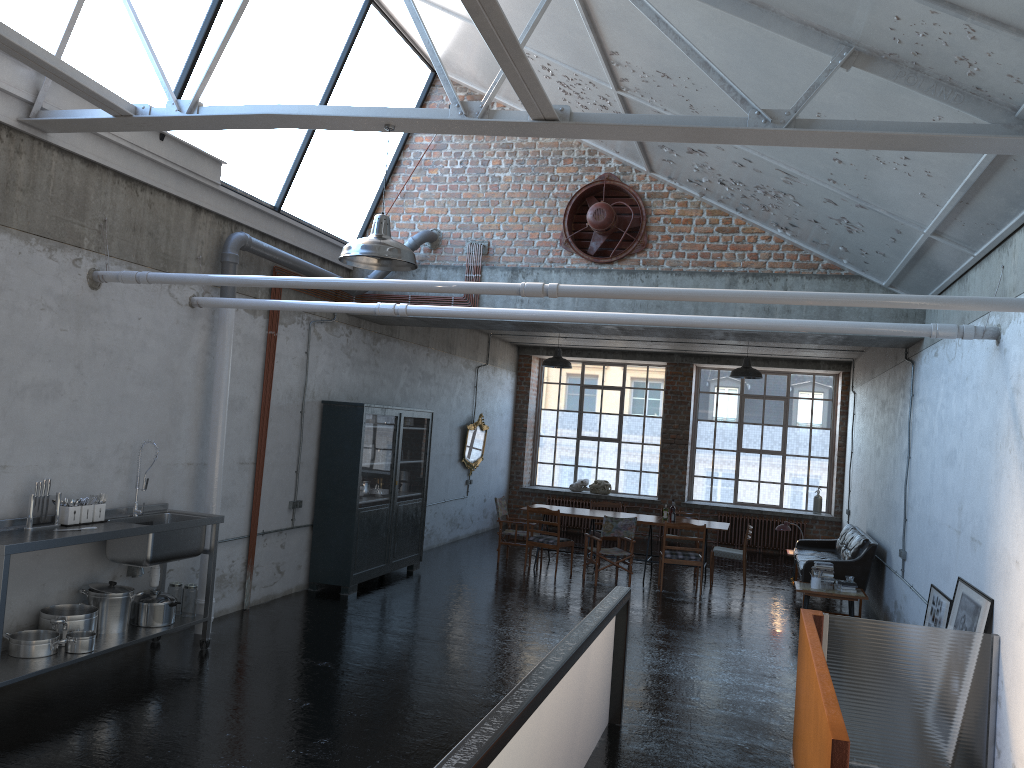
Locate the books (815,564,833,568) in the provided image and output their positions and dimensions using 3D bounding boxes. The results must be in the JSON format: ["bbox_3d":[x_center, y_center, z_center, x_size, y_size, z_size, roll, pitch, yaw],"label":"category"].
[{"bbox_3d":[3.861,2.245,10.976,0.205,0.020,0.155,4,-3,16],"label":"books"}]

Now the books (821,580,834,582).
[{"bbox_3d":[3.845,2.418,10.971,0.255,0.014,0.192,3,-3,19],"label":"books"}]

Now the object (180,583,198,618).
[{"bbox_3d":[-2.832,1.896,7.791,0.130,0.285,0.130,4,-3,2],"label":"object"}]

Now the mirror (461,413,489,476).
[{"bbox_3d":[-0.666,1.135,16.558,0.172,1.182,1.339,4,-3,16],"label":"mirror"}]

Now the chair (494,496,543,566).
[{"bbox_3d":[0.091,2.336,14.090,0.713,1.031,0.574,4,-3,16],"label":"chair"}]

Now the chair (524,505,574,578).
[{"bbox_3d":[0.560,2.345,13.226,0.573,1.028,0.509,2,-3,35],"label":"chair"}]

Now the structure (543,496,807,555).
[{"bbox_3d":[3.257,2.903,18.174,5.349,0.713,0.232,4,-3,16],"label":"structure"}]

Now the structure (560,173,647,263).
[{"bbox_3d":[1.126,-1.985,10.683,1.058,1.096,0.808,4,-3,16],"label":"structure"}]

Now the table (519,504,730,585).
[{"bbox_3d":[1.714,2.493,13.664,3.112,0.917,1.067,4,-3,16],"label":"table"}]

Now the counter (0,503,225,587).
[{"bbox_3d":[-3.203,1.347,6.829,0.625,0.644,2.435,4,-3,16],"label":"counter"}]

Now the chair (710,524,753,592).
[{"bbox_3d":[3.259,2.562,13.197,0.577,0.971,0.589,4,-3,16],"label":"chair"}]

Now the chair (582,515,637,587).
[{"bbox_3d":[1.404,2.372,12.727,0.574,1.031,0.713,5,-3,-14],"label":"chair"}]

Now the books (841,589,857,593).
[{"bbox_3d":[4.075,2.508,10.840,0.179,0.034,0.243,4,-3,-1],"label":"books"}]

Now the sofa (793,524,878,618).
[{"bbox_3d":[4.492,2.551,12.504,0.929,1.045,2.610,4,-3,16],"label":"sofa"}]

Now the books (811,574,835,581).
[{"bbox_3d":[3.846,2.397,10.974,0.245,0.028,0.193,4,-3,11],"label":"books"}]

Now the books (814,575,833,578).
[{"bbox_3d":[3.854,2.372,10.969,0.221,0.023,0.147,4,-3,15],"label":"books"}]

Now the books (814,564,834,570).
[{"bbox_3d":[3.863,2.267,10.984,0.209,0.023,0.167,4,-3,10],"label":"books"}]

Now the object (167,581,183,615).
[{"bbox_3d":[-2.978,1.887,7.833,0.130,0.285,0.130,4,-3,2],"label":"object"}]

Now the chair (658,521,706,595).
[{"bbox_3d":[2.403,2.453,12.580,0.573,1.028,0.509,4,-3,5],"label":"chair"}]

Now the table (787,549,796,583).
[{"bbox_3d":[4.811,2.957,14.184,0.811,0.458,0.649,4,-3,16],"label":"table"}]

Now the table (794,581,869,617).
[{"bbox_3d":[3.869,2.735,10.827,0.811,0.458,0.649,4,-3,16],"label":"table"}]

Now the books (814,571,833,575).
[{"bbox_3d":[3.855,2.330,10.971,0.205,0.022,0.155,4,-3,11],"label":"books"}]

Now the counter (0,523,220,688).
[{"bbox_3d":[-3.220,1.680,6.812,0.589,1.160,2.374,4,-3,16],"label":"counter"}]

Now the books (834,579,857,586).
[{"bbox_3d":[4.077,2.429,10.845,0.225,0.029,0.179,4,-3,8],"label":"books"}]

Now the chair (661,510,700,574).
[{"bbox_3d":[2.782,2.589,14.598,0.589,0.971,0.577,4,-3,16],"label":"chair"}]

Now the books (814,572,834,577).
[{"bbox_3d":[3.856,2.352,10.975,0.224,0.021,0.158,4,-3,16],"label":"books"}]

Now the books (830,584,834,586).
[{"bbox_3d":[3.829,2.458,10.957,0.249,0.023,0.175,4,-3,11],"label":"books"}]

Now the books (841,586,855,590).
[{"bbox_3d":[4.071,2.479,10.848,0.166,0.024,0.227,4,-3,-5],"label":"books"}]

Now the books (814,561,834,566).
[{"bbox_3d":[3.860,2.224,10.987,0.201,0.024,0.159,4,-3,6],"label":"books"}]

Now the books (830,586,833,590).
[{"bbox_3d":[3.824,2.491,10.958,0.248,0.043,0.192,4,-3,16],"label":"books"}]

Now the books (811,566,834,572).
[{"bbox_3d":[3.845,2.288,10.977,0.231,0.023,0.162,3,-3,31],"label":"books"}]

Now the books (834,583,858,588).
[{"bbox_3d":[4.085,2.457,10.847,0.243,0.024,0.175,4,-3,12],"label":"books"}]

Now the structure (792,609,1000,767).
[{"bbox_3d":[2.258,2.177,4.805,1.272,1.221,2.942,4,-3,16],"label":"structure"}]

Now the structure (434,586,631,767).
[{"bbox_3d":[0.067,1.982,4.102,0.119,1.221,5.500,4,-3,16],"label":"structure"}]

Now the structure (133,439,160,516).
[{"bbox_3d":[-3.125,0.804,7.582,0.210,0.661,0.039,4,-3,16],"label":"structure"}]

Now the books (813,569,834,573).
[{"bbox_3d":[3.851,2.309,10.974,0.244,0.019,0.174,4,-3,16],"label":"books"}]

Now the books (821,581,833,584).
[{"bbox_3d":[3.830,2.435,10.959,0.249,0.023,0.175,3,-3,16],"label":"books"}]

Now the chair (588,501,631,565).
[{"bbox_3d":[1.631,2.494,14.758,0.573,1.028,0.509,5,-3,-20],"label":"chair"}]
